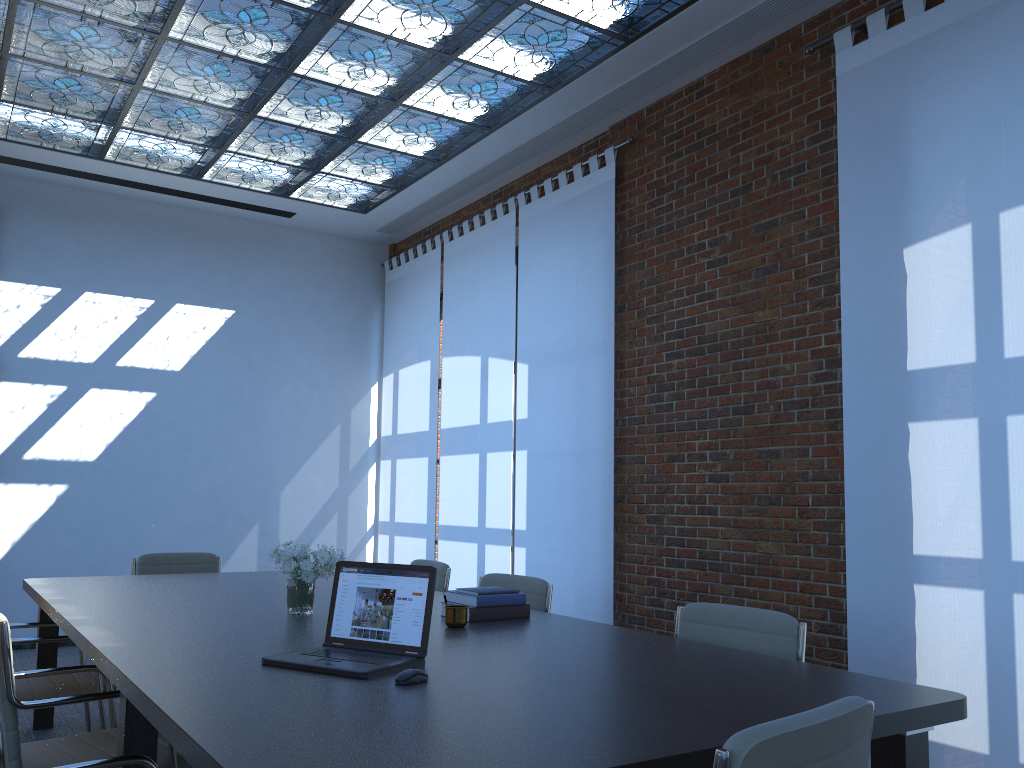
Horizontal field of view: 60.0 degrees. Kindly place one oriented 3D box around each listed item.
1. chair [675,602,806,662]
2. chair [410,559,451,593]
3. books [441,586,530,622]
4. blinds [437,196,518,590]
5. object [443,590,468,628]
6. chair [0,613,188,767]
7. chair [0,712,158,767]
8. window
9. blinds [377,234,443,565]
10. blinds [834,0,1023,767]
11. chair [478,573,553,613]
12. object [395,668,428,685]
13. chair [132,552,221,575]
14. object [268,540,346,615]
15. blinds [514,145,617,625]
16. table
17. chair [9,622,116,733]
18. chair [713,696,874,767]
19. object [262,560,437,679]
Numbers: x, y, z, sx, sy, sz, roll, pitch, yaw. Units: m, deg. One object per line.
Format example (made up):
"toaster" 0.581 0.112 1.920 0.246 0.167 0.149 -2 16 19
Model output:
"chair" 0.566 1.229 2.955 0.707 0.919 0.561 6 -8 -38
"chair" -0.767 1.503 5.172 0.707 0.919 0.561 4 -7 -29
"books" -0.113 0.907 3.676 0.295 0.114 0.255 6 -9 -34
"blinds" -0.328 0.377 7.616 0.040 3.743 1.222 4 -6 -33
"object" -0.211 0.852 3.368 0.091 0.142 0.091 -3 -7 34
"chair" -1.542 1.216 3.086 0.708 0.919 0.561 7 -8 -44
"chair" -0.885 1.070 1.912 0.708 0.919 0.561 7 -8 -44
"window" 1.732 0.231 5.465 0.160 3.593 9.648 4 -8 -33
"blinds" -1.026 0.508 8.682 0.040 3.743 1.222 4 -6 -33
"blinds" 2.050 -0.068 3.988 0.040 3.743 1.318 4 -7 -33
"chair" -0.227 1.378 4.165 0.708 0.919 0.561 6 -8 -39
"object" -0.266 0.769 2.336 0.059 0.034 0.101 -4 -9 37
"chair" -2.015 1.526 5.482 0.561 0.919 0.708 5 -7 -33
"object" -0.870 0.804 3.715 0.329 0.308 0.337 4 -7 -22
"blinds" 0.365 0.248 6.560 0.040 3.743 1.222 4 -6 -33
"table" -0.803 1.353 3.612 1.812 0.806 4.516 5 -9 -33
"chair" -2.291 1.356 4.229 0.707 0.919 0.561 5 -7 -33
"chair" 0.311 1.069 1.775 0.561 0.919 0.707 7 -8 -44
"object" -0.474 0.677 2.603 0.390 0.282 0.324 -3 -8 30
